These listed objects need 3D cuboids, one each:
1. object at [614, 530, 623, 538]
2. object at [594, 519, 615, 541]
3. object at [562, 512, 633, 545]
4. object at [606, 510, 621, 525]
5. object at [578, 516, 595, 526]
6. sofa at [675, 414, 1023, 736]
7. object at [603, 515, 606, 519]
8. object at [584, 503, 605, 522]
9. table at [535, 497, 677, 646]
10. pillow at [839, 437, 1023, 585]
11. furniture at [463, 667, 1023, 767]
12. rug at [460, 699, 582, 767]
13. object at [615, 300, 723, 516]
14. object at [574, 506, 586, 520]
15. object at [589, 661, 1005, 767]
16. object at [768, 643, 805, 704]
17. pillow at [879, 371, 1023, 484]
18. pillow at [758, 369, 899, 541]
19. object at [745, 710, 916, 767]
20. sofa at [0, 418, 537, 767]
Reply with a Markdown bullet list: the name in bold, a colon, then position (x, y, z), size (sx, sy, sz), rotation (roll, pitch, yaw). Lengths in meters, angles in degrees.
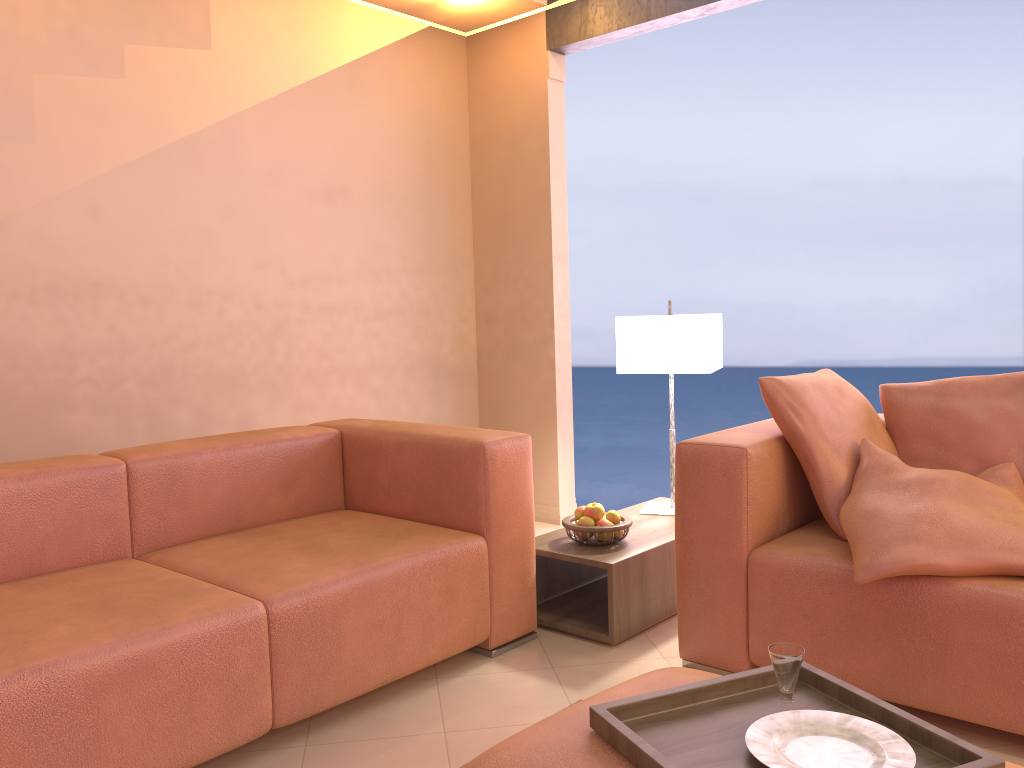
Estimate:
- **object**: position (0.348, 0.491, 2.953), size (0.046, 0.046, 0.055), rotation (0, 5, 19)
- **object**: position (0.302, 0.480, 2.915), size (0.072, 0.076, 0.074), rotation (-5, 5, -38)
- **object**: position (0.285, 0.489, 2.968), size (0.235, 0.071, 0.235), rotation (1, 5, 34)
- **object**: position (0.336, 0.444, 2.945), size (0.051, 0.053, 0.045), rotation (-4, 5, -25)
- **object**: position (0.244, 0.458, 2.911), size (0.055, 0.047, 0.045), rotation (0, 5, 19)
- **sofa**: position (1.785, 0.484, 1.980), size (2.781, 0.672, 0.943), rotation (2, 6, 42)
- **object**: position (0.301, 0.475, 2.989), size (0.076, 0.065, 0.077), rotation (-5, 5, -37)
- **object**: position (0.273, 0.428, 2.946), size (0.069, 0.061, 0.068), rotation (-2, 4, 3)
- **table**: position (0.460, 0.638, 3.176), size (0.412, 0.268, 0.918), rotation (2, 6, 42)
- **pillow**: position (1.102, 0.308, 2.258), size (0.517, 0.292, 0.514), rotation (-1, 4, 11)
- **furniture**: position (0.554, 0.722, 1.144), size (0.685, 0.301, 1.291), rotation (-6, 6, -43)
- **rug**: position (0.554, 0.947, 0.804), size (2.626, 0.005, 1.833), rotation (2, 6, 42)
- **object**: position (0.609, 0.082, 3.378), size (0.344, 0.799, 0.344), rotation (0, 5, 20)
- **object**: position (0.235, 0.434, 2.984), size (0.047, 0.046, 0.054), rotation (1, 5, 28)
- **object**: position (0.409, 0.545, 1.349), size (0.436, 0.034, 0.421), rotation (-4, 5, -23)
- **object**: position (0.470, 0.498, 1.517), size (0.061, 0.091, 0.061), rotation (0, 5, 26)
- **pillow**: position (1.324, 0.178, 2.570), size (0.492, 0.446, 0.255), rotation (0, 5, 25)
- **pillow**: position (0.977, 0.191, 2.629), size (0.314, 0.455, 0.519), rotation (2, 5, 38)
- **object**: position (0.472, 0.548, 1.326), size (0.240, 0.018, 0.240), rotation (-1, 4, 6)
- **sofa**: position (-1.164, 0.568, 2.107), size (0.943, 0.672, 2.781), rotation (2, 6, 42)
